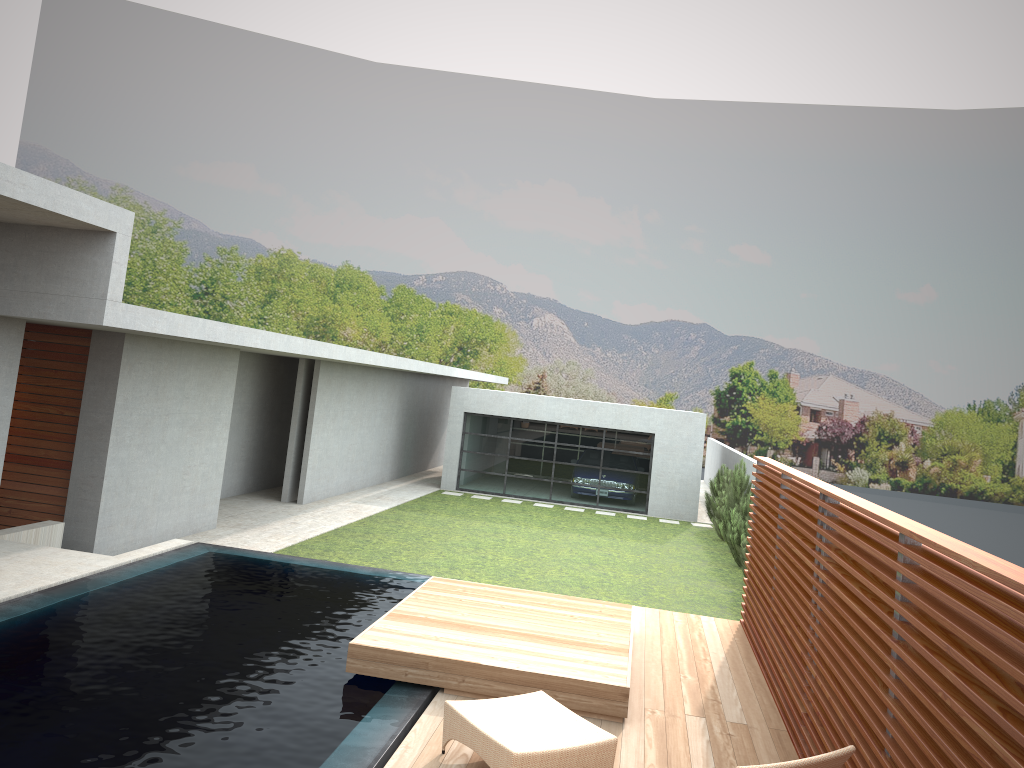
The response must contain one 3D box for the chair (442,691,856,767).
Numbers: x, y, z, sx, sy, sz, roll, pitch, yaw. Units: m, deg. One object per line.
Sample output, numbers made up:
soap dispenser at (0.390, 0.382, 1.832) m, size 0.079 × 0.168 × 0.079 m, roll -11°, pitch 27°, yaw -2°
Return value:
chair at (0.513, 1.846, 4.456) m, size 0.696 × 0.832 × 2.296 m, roll 8°, pitch -2°, yaw -32°
